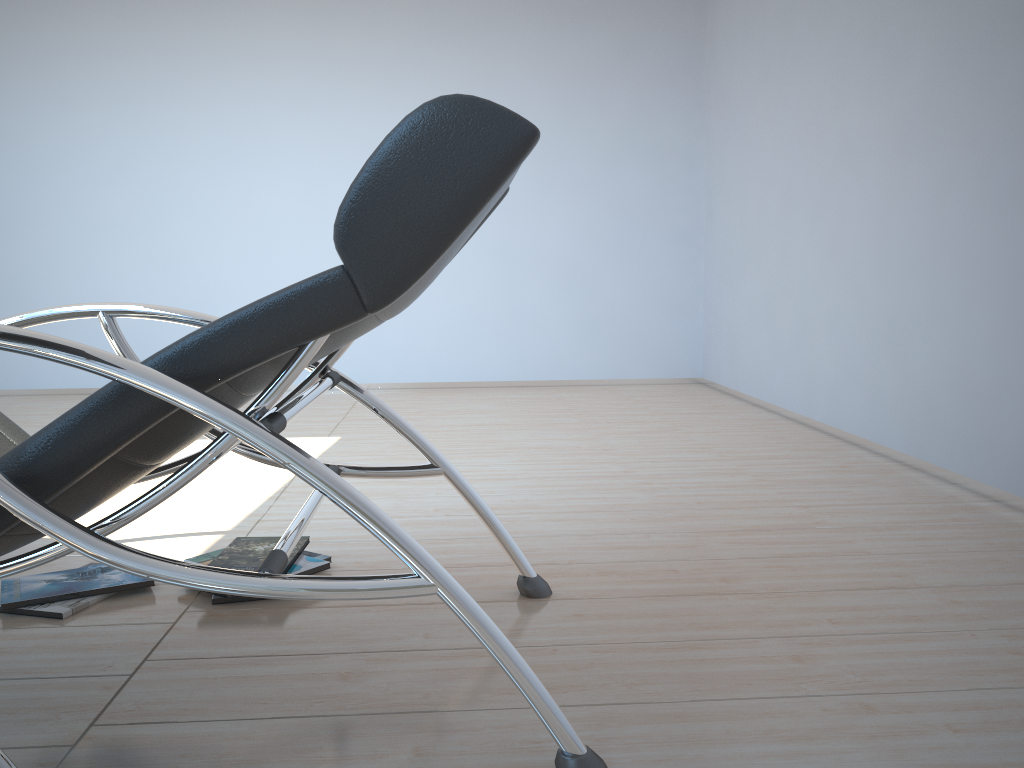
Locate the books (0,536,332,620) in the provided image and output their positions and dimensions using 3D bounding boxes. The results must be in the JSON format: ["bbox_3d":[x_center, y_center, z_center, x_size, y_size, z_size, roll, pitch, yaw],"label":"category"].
[{"bbox_3d":[-2.599,0.496,1.090,4.790,0.222,1.045,-5,8,-36],"label":"books"}]

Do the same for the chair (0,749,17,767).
[{"bbox_3d":[-1.389,0.031,0.508,1.938,1.251,0.836,-1,6,-4],"label":"chair"}]

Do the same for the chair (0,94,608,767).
[{"bbox_3d":[-0.942,0.062,1.524,2.114,0.953,0.836,-1,6,-4],"label":"chair"}]
